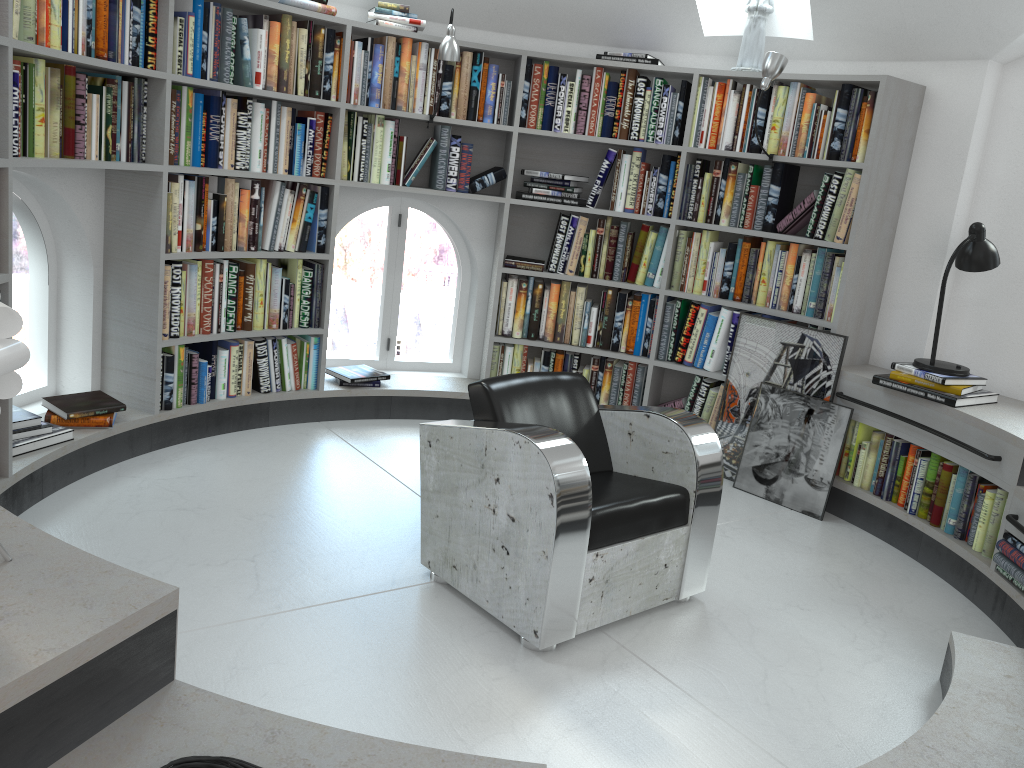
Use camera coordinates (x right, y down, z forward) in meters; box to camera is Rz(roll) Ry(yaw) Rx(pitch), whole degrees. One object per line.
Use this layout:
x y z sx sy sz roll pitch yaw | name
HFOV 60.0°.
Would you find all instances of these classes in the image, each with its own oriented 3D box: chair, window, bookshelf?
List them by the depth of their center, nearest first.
0.196 0.380 3.164 0.824 0.715 0.745 -4 17 -41 | chair
-0.498 -0.685 3.964 4.335 1.869 2.121 -3 16 -36 | bookshelf
-1.453 -0.479 4.422 0.619 1.144 3.237 17 17 38 | window

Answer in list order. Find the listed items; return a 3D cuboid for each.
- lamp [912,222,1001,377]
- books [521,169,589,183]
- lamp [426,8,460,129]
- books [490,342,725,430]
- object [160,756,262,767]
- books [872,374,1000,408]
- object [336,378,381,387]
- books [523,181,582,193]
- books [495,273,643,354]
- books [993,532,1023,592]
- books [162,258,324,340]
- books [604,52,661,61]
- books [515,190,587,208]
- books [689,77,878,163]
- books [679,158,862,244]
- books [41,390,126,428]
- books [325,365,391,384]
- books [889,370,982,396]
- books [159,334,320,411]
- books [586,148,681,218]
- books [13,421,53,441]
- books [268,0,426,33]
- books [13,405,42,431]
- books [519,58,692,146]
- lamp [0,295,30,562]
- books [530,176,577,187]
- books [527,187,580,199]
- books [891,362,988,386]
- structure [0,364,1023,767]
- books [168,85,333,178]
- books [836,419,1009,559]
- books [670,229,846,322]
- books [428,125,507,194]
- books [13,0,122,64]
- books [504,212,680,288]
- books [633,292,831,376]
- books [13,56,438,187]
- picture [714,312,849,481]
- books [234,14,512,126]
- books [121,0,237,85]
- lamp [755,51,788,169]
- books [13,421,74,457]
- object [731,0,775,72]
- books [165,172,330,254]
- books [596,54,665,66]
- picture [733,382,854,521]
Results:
1.961 -0.377 3.872 0.322 0.656 0.235 2 13 -21 | lamp
0.242 -1.169 4.982 0.287 0.031 0.270 16 16 32 | books
-0.372 -1.573 4.446 0.113 0.563 0.360 0 14 -29 | lamp
0.555 -0.012 5.056 1.499 0.309 0.361 11 14 15 | books
-0.312 0.612 1.194 0.473 0.081 0.219 11 14 16 | object
1.880 0.021 3.942 0.366 0.042 0.390 -3 17 -35 | books
-0.870 -0.027 4.983 0.226 0.036 0.215 2 14 -19 | object
0.235 -1.109 4.995 0.286 0.031 0.270 10 14 13 | books
0.330 -0.418 5.066 0.872 0.348 0.273 8 13 5 | books
1.911 0.720 3.035 0.240 0.167 0.669 8 14 4 | books
-1.367 -0.453 4.386 0.294 0.355 1.034 17 17 37 | books
0.656 -1.766 4.814 0.248 0.027 0.234 13 15 25 | books
0.227 -1.047 5.008 0.388 0.042 0.368 8 14 3 | books
1.388 -1.328 4.474 1.018 0.360 0.293 17 16 35 | books
1.351 -0.954 4.547 1.056 0.356 0.280 18 17 38 | books
-1.832 0.115 3.793 0.318 0.099 0.293 -2 16 -34 | books
-0.866 -0.056 4.977 0.269 0.029 0.254 -7 19 -45 | books
1.884 -0.014 3.934 0.306 0.034 0.287 20 18 42 | books
-1.418 -0.099 4.446 0.289 0.304 1.021 17 17 37 | books
0.700 -1.118 4.893 0.553 0.348 0.257 9 13 10 | books
-2.005 0.167 3.461 0.286 0.031 0.270 15 16 29 | books
-1.302 -1.733 3.527 0.749 0.172 2.825 13 15 23 | books
-2.001 0.137 3.454 0.227 0.036 0.214 15 16 29 | books
0.484 -1.527 4.827 0.969 0.365 0.307 9 13 7 | books
-0.930 0.064 1.363 0.307 0.522 0.306 18 17 41 | lamp
0.239 -1.139 4.989 0.227 0.036 0.214 10 14 13 | books
0.231 -1.079 5.001 0.285 0.031 0.271 7 14 -2 | books
1.888 -0.045 3.928 0.269 0.031 0.287 0 15 -26 | books
0.199 0.416 3.042 4.712 0.689 4.736 9 14 8 | structure
-1.316 -1.200 4.240 0.302 0.357 1.030 17 17 38 | books
1.827 0.418 3.941 0.272 0.296 1.155 2 15 -22 | books
1.314 -0.582 4.629 1.025 0.345 0.276 18 16 37 | books
-0.227 -1.219 4.865 0.399 0.339 0.226 3 13 -16 | books
-1.706 -1.388 3.176 0.269 0.371 0.797 8 13 7 | books
0.458 -0.772 4.967 0.974 0.350 0.253 8 13 6 | books
1.207 -0.229 4.738 1.188 0.357 0.304 16 16 33 | books
-1.303 -1.127 3.973 0.593 0.368 2.536 16 16 33 | books
1.313 0.117 4.459 0.581 0.858 0.090 19 17 42 | picture
-0.706 -1.600 4.536 1.566 0.365 0.396 -1 15 -30 | books
-1.502 -1.510 3.818 0.265 0.344 0.684 14 15 29 | books
1.270 -1.314 4.288 0.275 0.522 0.113 -6 18 -45 | lamp
-2.009 0.200 3.468 0.388 0.042 0.367 12 14 19 | books
1.238 -1.815 4.502 0.179 0.470 0.180 1 14 -27 | object
-1.329 -0.824 4.293 0.298 0.349 1.000 16 16 36 | books
0.652 -1.739 4.819 0.336 0.036 0.318 11 14 15 | books
1.361 0.320 4.327 0.107 0.552 0.491 -5 18 -45 | picture
